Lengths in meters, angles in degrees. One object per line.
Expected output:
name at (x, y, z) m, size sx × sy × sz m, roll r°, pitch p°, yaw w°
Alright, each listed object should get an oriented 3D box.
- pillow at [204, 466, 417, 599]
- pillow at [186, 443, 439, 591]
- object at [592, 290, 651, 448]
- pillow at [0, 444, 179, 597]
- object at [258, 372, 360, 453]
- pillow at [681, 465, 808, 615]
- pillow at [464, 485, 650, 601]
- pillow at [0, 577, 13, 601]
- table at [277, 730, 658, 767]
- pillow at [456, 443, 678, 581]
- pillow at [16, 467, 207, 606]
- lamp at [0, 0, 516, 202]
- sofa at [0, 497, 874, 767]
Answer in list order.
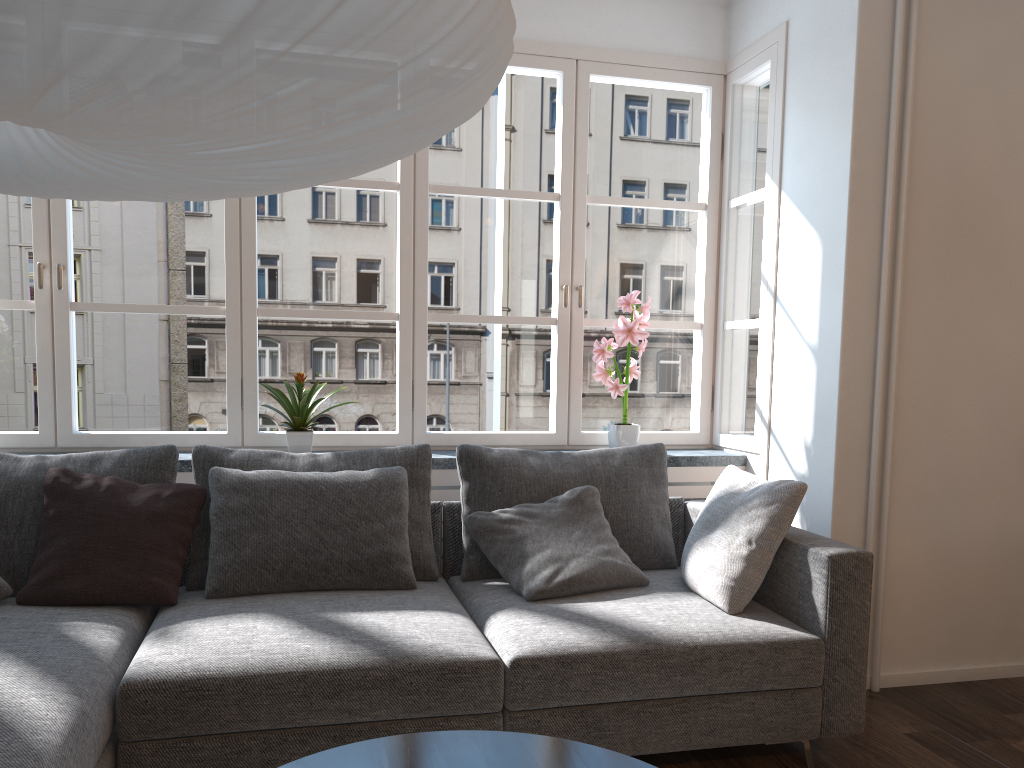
pillow at (-0.659, 0.480, 2.922) m, size 0.667 × 0.400 × 0.290 m, roll 0°, pitch 4°, yaw -14°
pillow at (-0.679, 0.450, 3.061) m, size 0.839 × 0.478 × 0.275 m, roll 0°, pitch 4°, yaw -14°
object at (0.471, -0.049, 3.773) m, size 0.200 × 0.695 × 0.296 m, roll -3°, pitch 6°, yaw -35°
pillow at (-1.521, 0.441, 2.840) m, size 0.836 × 0.481 × 0.273 m, roll 0°, pitch 4°, yaw -14°
object at (-0.801, 0.115, 3.460) m, size 0.376 × 0.330 × 0.321 m, roll -1°, pitch 4°, yaw -39°
pillow at (0.715, 0.498, 2.929) m, size 0.286 × 0.417 × 0.491 m, roll 0°, pitch 3°, yaw -15°
pillow at (0.150, 0.527, 3.016) m, size 0.492 × 0.323 × 0.442 m, roll 0°, pitch 3°, yaw -32°
pillow at (-1.741, 0.482, 2.479) m, size 0.346 × 0.361 × 0.513 m, roll 3°, pitch 3°, yaw 25°
table at (-0.069, 0.909, 1.297) m, size 0.847 × 0.475 × 0.843 m, roll 1°, pitch 2°, yaw -12°
pillow at (0.210, 0.464, 3.272) m, size 0.836 × 0.480 × 0.273 m, roll 0°, pitch 4°, yaw -14°
pillow at (-1.236, 0.472, 2.753) m, size 0.521 × 0.406 × 0.309 m, roll 0°, pitch 4°, yaw -12°
lamp at (-0.730, -0.418, 1.206) m, size 1.468 × 0.211 × 1.465 m, roll 1°, pitch 1°, yaw 23°
sofa at (-0.422, 0.787, 2.257) m, size 3.067 × 0.675 × 2.030 m, roll 1°, pitch 2°, yaw -14°
